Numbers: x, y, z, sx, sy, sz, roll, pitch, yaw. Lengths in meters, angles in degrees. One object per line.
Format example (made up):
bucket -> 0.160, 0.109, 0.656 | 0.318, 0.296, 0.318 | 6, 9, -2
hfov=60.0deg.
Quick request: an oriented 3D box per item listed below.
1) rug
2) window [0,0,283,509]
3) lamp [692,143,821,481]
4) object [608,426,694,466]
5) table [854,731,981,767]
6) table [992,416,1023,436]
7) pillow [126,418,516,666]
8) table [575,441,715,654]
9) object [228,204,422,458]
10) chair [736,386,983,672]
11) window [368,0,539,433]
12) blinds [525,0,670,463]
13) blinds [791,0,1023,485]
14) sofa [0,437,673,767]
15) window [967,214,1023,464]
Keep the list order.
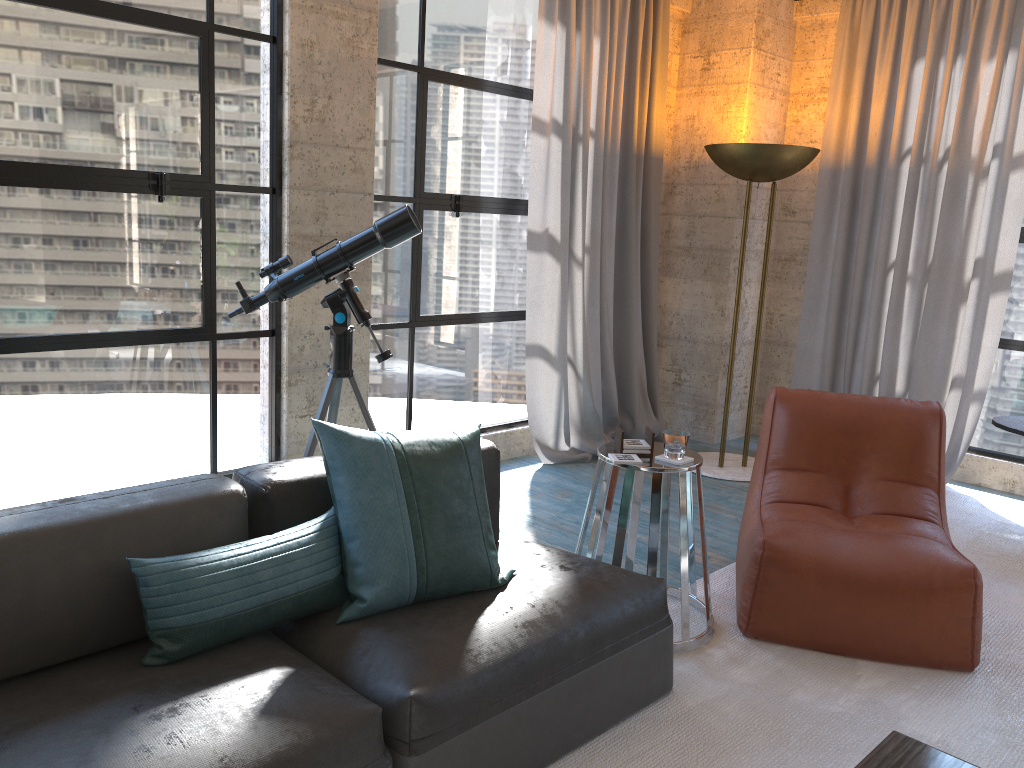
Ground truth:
rug -> 0.744, 1.162, 1.456 | 2.954, 0.032, 7.768 | 13, 15, 43
window -> -1.637, -0.757, 3.247 | 0.081, 2.530, 1.780 | 13, 15, 43
lamp -> 1.322, -0.401, 5.045 | 0.619, 1.822, 0.619 | 13, 15, 43
object -> 0.465, 0.200, 2.987 | 0.287, 0.096, 0.206 | 2, 11, -6
table -> 0.631, 1.060, 1.147 | 0.900, 0.309, 1.500 | 13, 15, 43
table -> 3.084, 0.592, 3.752 | 2.004, 0.530, 0.715 | 13, 14, 41
pillow -> -0.441, 0.341, 2.260 | 1.042, 0.466, 0.349 | -4, 13, -35
table -> 0.457, 0.535, 3.098 | 0.549, 0.603, 0.549 | 8, 12, 23
object -> -0.736, -0.001, 3.455 | 0.595, 1.406, 0.617 | -7, 15, -44
chair -> 1.270, 0.470, 3.296 | 0.801, 0.759, 0.920 | 6, 11, 13
window -> -0.071, -0.972, 4.841 | 0.081, 2.530, 1.780 | 13, 15, 43
blinds -> 0.574, -1.033, 5.035 | 0.384, 2.985, 1.131 | 13, 15, 43
blinds -> 2.191, -0.932, 5.016 | 0.404, 2.986, 1.187 | -7, 15, -44
sofa -> -0.560, 0.601, 2.226 | 1.019, 0.680, 2.063 | 13, 15, 43
window -> 2.715, -0.851, 5.015 | 1.780, 2.530, 0.081 | 13, 15, 43
